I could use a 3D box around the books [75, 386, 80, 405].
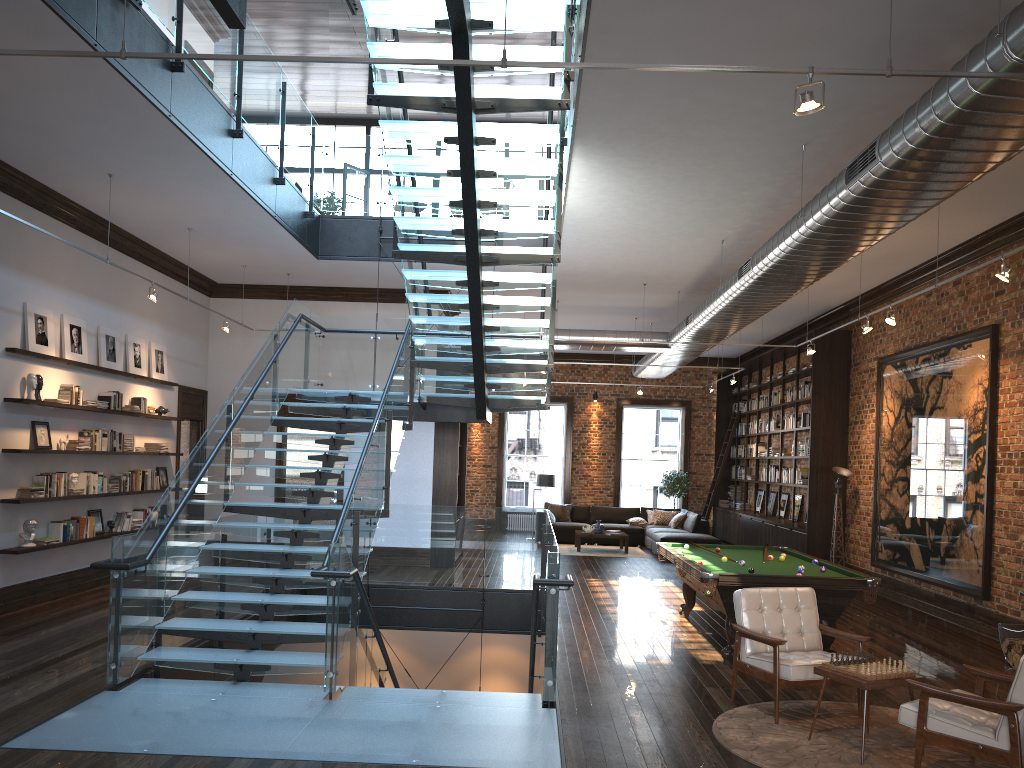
[{"bbox_3d":[-4.921,0.130,9.933,0.164,0.216,0.012,2,0,1],"label":"books"}]

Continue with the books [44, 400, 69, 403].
[{"bbox_3d":[-4.954,0.196,9.648,0.141,0.011,0.288,2,-5,-1],"label":"books"}]

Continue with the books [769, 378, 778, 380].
[{"bbox_3d":[5.388,-0.105,18.117,0.187,0.011,0.381,2,-5,2],"label":"books"}]

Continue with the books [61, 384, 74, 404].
[{"bbox_3d":[-4.943,0.116,9.853,0.142,0.228,0.014,2,0,1],"label":"books"}]

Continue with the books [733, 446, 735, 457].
[{"bbox_3d":[5.404,1.629,21.279,0.170,0.281,0.027,2,0,1],"label":"books"}]

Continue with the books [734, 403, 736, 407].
[{"bbox_3d":[5.440,0.614,21.357,0.180,0.307,0.014,2,0,1],"label":"books"}]

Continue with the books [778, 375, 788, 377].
[{"bbox_3d":[5.358,-0.152,17.387,0.193,0.030,0.314,2,-5,-3],"label":"books"}]

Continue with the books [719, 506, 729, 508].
[{"bbox_3d":[5.088,2.953,21.313,0.207,0.013,0.280,2,-5,3],"label":"books"}]

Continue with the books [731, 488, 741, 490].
[{"bbox_3d":[5.366,2.515,21.247,0.184,0.030,0.266,1,-5,7],"label":"books"}]

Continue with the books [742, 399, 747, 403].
[{"bbox_3d":[5.419,0.531,20.580,0.167,0.337,0.016,2,0,1],"label":"books"}]

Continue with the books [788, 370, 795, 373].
[{"bbox_3d":[5.337,-0.230,16.670,0.216,0.020,0.235,2,-5,-1],"label":"books"}]

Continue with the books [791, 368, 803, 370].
[{"bbox_3d":[5.354,-0.281,16.670,0.167,0.015,0.370,1,-5,6],"label":"books"}]

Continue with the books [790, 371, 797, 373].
[{"bbox_3d":[5.339,-0.216,16.670,0.206,0.008,0.334,2,-5,4],"label":"books"}]

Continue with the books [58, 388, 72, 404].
[{"bbox_3d":[-4.953,0.139,9.821,0.128,0.175,0.050,2,0,1],"label":"books"}]

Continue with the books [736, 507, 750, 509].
[{"bbox_3d":[5.295,2.844,20.335,0.227,0.007,0.371,2,-5,-2],"label":"books"}]

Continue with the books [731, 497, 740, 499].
[{"bbox_3d":[5.360,2.722,21.252,0.183,0.034,0.271,1,-5,7],"label":"books"}]

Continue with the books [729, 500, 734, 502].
[{"bbox_3d":[5.354,2.807,21.252,0.207,0.014,0.345,2,-5,0],"label":"books"}]

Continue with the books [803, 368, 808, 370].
[{"bbox_3d":[5.300,-0.258,15.747,0.214,0.012,0.253,1,-5,6],"label":"books"}]

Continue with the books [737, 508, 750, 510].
[{"bbox_3d":[5.301,2.867,20.334,0.227,0.007,0.370,2,-5,3],"label":"books"}]

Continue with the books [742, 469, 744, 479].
[{"bbox_3d":[5.382,2.080,20.382,0.164,0.231,0.026,2,0,1],"label":"books"}]

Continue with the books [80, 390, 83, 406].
[{"bbox_3d":[-4.941,0.158,10.052,0.132,0.178,0.035,2,0,1],"label":"books"}]

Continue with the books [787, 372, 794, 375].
[{"bbox_3d":[5.331,-0.193,16.670,0.227,0.015,0.276,2,-5,0],"label":"books"}]

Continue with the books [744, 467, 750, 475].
[{"bbox_3d":[5.391,2.050,20.324,0.129,0.282,0.030,2,0,1],"label":"books"}]

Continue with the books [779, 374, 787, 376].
[{"bbox_3d":[5.372,-0.177,17.386,0.171,0.021,0.307,2,-5,-2],"label":"books"}]

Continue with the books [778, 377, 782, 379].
[{"bbox_3d":[5.342,-0.108,17.387,0.228,0.011,0.373,2,-5,4],"label":"books"}]

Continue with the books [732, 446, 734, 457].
[{"bbox_3d":[5.394,1.639,21.346,0.188,0.272,0.013,2,0,1],"label":"books"}]

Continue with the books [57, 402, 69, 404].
[{"bbox_3d":[-4.958,0.207,9.648,0.142,0.011,0.255,2,-5,1],"label":"books"}]

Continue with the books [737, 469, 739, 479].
[{"bbox_3d":[5.377,2.113,20.838,0.188,0.244,0.026,2,0,1],"label":"books"}]

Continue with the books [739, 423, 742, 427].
[{"bbox_3d":[5.403,1.065,20.710,0.189,0.303,0.014,2,0,1],"label":"books"}]

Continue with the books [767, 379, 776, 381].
[{"bbox_3d":[5.371,-0.077,18.117,0.219,0.016,0.368,2,-5,2],"label":"books"}]

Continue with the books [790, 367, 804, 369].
[{"bbox_3d":[5.354,-0.297,16.670,0.188,0.017,0.276,2,-5,3],"label":"books"}]

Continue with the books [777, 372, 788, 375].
[{"bbox_3d":[5.357,-0.206,17.387,0.205,0.017,0.360,2,-5,-1],"label":"books"}]

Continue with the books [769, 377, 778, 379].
[{"bbox_3d":[5.383,-0.116,18.117,0.204,0.011,0.309,2,-5,1],"label":"books"}]

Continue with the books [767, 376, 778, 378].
[{"bbox_3d":[5.370,-0.146,18.117,0.215,0.015,0.320,2,-5,-1],"label":"books"}]

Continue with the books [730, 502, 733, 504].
[{"bbox_3d":[5.340,2.857,21.252,0.207,0.014,0.347,1,-5,7],"label":"books"}]

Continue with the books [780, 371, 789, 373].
[{"bbox_3d":[5.370,-0.227,17.386,0.192,0.009,0.306,2,-5,2],"label":"books"}]

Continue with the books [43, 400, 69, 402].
[{"bbox_3d":[-4.955,0.185,9.648,0.142,0.011,0.256,2,-5,3],"label":"books"}]

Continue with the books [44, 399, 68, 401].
[{"bbox_3d":[-4.955,0.174,9.648,0.142,0.011,0.256,2,-5,0],"label":"books"}]

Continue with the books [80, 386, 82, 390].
[{"bbox_3d":[-4.947,0.133,10.076,0.119,0.232,0.014,2,0,1],"label":"books"}]

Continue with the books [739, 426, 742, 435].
[{"bbox_3d":[5.394,1.097,20.650,0.191,0.229,0.034,2,0,1],"label":"books"}]

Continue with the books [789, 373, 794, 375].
[{"bbox_3d":[5.338,-0.180,16.670,0.217,0.010,0.343,2,-5,1],"label":"books"}]

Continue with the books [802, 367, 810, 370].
[{"bbox_3d":[5.299,-0.273,15.747,0.219,0.019,0.330,2,-5,4],"label":"books"}]

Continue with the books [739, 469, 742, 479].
[{"bbox_3d":[5.357,2.091,20.530,0.212,0.233,0.019,2,0,1],"label":"books"}]

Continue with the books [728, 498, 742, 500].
[{"bbox_3d":[5.338,2.748,21.252,0.250,0.020,0.318,2,-5,1],"label":"books"}]

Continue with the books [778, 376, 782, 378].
[{"bbox_3d":[5.355,-0.130,17.387,0.213,0.014,0.282,2,-5,3],"label":"books"}]

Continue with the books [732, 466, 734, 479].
[{"bbox_3d":[5.406,2.136,21.372,0.181,0.293,0.051,2,0,1],"label":"books"}]

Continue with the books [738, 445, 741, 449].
[{"bbox_3d":[5.401,1.596,20.995,0.179,0.298,0.015,2,0,1],"label":"books"}]

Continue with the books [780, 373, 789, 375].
[{"bbox_3d":[5.376,-0.192,17.386,0.180,0.010,0.278,2,-5,1],"label":"books"}]

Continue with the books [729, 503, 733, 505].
[{"bbox_3d":[5.328,2.883,21.252,0.241,0.023,0.263,1,-5,6],"label":"books"}]

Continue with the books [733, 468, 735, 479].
[{"bbox_3d":[5.394,2.137,21.230,0.177,0.266,0.026,2,0,1],"label":"books"}]

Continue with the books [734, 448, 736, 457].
[{"bbox_3d":[5.380,1.631,21.050,0.188,0.237,0.025,2,0,1],"label":"books"}]

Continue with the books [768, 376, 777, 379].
[{"bbox_3d":[5.374,-0.130,18.117,0.199,0.017,0.303,2,-5,-3],"label":"books"}]

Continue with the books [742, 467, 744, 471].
[{"bbox_3d":[5.397,2.064,20.503,0.159,0.285,0.014,2,0,1],"label":"books"}]

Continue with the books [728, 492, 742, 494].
[{"bbox_3d":[5.337,2.618,21.248,0.260,0.028,0.317,2,-5,1],"label":"books"}]

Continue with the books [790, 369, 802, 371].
[{"bbox_3d":[5.355,-0.257,16.670,0.169,0.034,0.286,2,-5,-3],"label":"books"}]

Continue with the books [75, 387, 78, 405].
[{"bbox_3d":[-4.930,0.134,9.884,0.163,0.198,0.029,2,0,1],"label":"books"}]

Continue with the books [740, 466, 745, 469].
[{"bbox_3d":[5.379,2.067,20.651,0.165,0.303,0.013,2,0,1],"label":"books"}]

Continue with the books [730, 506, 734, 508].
[{"bbox_3d":[5.351,2.947,21.251,0.198,0.035,0.218,2,-5,5],"label":"books"}]

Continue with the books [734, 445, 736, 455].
[{"bbox_3d":[5.387,1.606,21.111,0.187,0.297,0.016,2,0,1],"label":"books"}]

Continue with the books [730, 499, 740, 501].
[{"bbox_3d":[5.344,2.775,21.252,0.210,0.019,0.343,1,-5,6],"label":"books"}]
